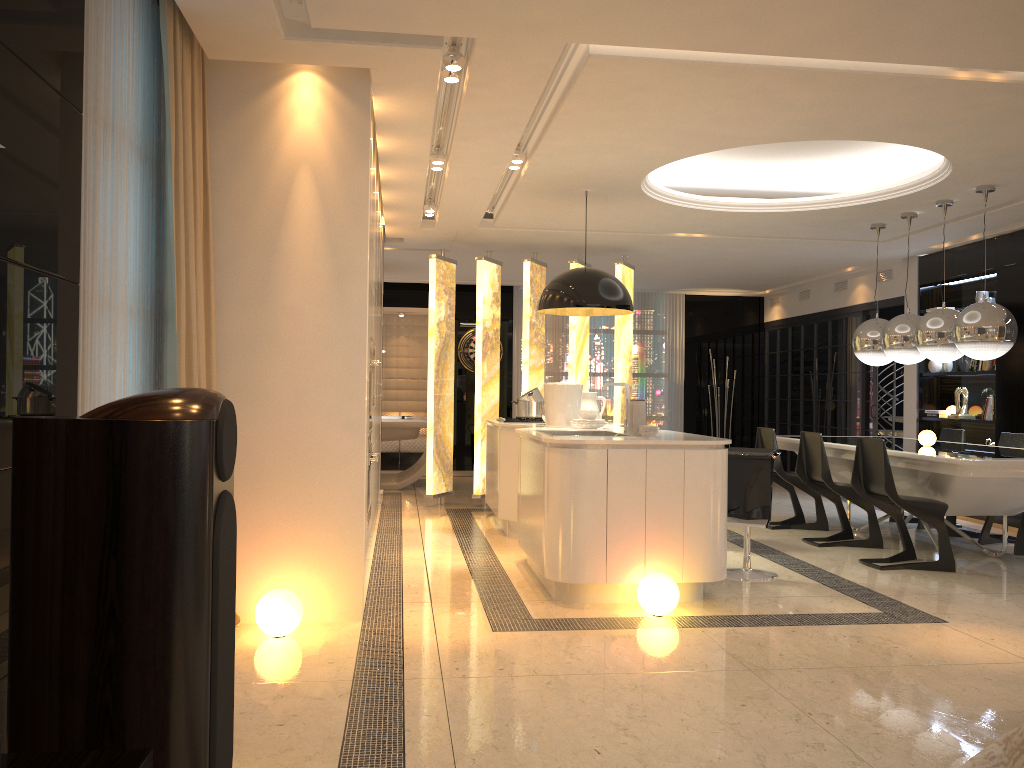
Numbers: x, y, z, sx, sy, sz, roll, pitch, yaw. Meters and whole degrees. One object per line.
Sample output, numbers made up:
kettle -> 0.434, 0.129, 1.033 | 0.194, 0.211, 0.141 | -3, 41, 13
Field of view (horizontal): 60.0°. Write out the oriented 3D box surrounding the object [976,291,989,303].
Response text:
object -> 4.540, -0.742, 8.563 | 0.111, 0.301, 0.111 | 1, -1, -11

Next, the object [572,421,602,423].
object -> 0.534, 0.269, 6.166 | 0.229, 0.016, 0.229 | 1, -1, 23

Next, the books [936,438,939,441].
books -> 4.396, 0.703, 9.176 | 0.210, 0.270, 0.236 | 1, -1, -8

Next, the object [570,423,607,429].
object -> 0.534, 0.293, 6.166 | 0.264, 0.033, 0.264 | 1, -1, -38

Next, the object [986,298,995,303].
object -> 4.547, -0.704, 8.451 | 0.104, 0.224, 0.104 | 1, -1, -5

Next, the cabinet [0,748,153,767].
cabinet -> -0.709, 0.894, 0.236 | 0.416, 0.444, 2.842 | 1, -1, -7

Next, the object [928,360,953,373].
object -> 4.394, -0.312, 9.113 | 0.210, 0.395, 0.180 | 1, -1, -4

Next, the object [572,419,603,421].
object -> 0.534, 0.255, 6.166 | 0.229, 0.016, 0.229 | 1, -1, 23

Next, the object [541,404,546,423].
object -> 0.327, 0.225, 6.765 | 0.211, 0.174, 0.211 | 0, -1, 40

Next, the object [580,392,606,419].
object -> 0.574, 0.187, 6.639 | 0.183, 0.254, 0.211 | 0, -1, 45

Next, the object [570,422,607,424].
object -> 0.534, 0.286, 6.166 | 0.264, 0.033, 0.264 | 1, -1, -38

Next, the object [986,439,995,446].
object -> 4.531, 0.674, 8.350 | 0.092, 0.310, 0.193 | 1, -1, 17

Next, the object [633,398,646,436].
object -> 0.737, 0.191, 5.122 | 0.071, 0.219, 0.071 | 1, -1, -16

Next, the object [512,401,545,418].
object -> 0.159, 0.221, 7.619 | 0.266, 0.147, 0.253 | 0, -1, 36

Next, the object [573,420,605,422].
object -> 0.534, 0.264, 6.166 | 0.229, 0.016, 0.229 | 1, -1, 23

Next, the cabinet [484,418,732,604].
cabinet -> 0.466, 0.755, 6.494 | 1.046, 0.887, 3.752 | 1, -1, -7

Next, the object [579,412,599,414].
object -> 0.535, 0.224, 6.167 | 0.138, 0.051, 0.138 | 0, -1, 41

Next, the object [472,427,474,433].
object -> -0.401, 0.745, 12.396 | 0.330, 0.297, 0.032 | 1, -1, -7

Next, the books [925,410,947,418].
books -> 4.413, 0.309, 9.113 | 0.209, 0.073, 0.266 | 1, -1, -4

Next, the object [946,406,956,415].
object -> 4.422, 0.281, 8.900 | 0.125, 0.125, 0.125 | 0, -1, 32

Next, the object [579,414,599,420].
object -> 0.534, 0.235, 6.167 | 0.138, 0.051, 0.138 | 0, -1, 41

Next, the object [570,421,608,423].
object -> 0.534, 0.280, 6.167 | 0.264, 0.033, 0.264 | 1, -1, -38

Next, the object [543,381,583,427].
object -> 0.371, 0.145, 6.447 | 0.288, 0.330, 0.288 | 1, -1, 10

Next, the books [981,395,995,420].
books -> 4.530, 0.223, 8.262 | 0.182, 0.232, 0.284 | 1, -1, -4

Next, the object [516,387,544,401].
object -> 0.153, 0.134, 7.616 | 0.249, 0.212, 0.256 | 0, -1, 28

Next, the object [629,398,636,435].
object -> 0.724, 0.192, 5.228 | 0.071, 0.219, 0.071 | 1, -1, -31

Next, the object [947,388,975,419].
object -> 4.425, 0.189, 8.732 | 0.177, 0.311, 0.177 | 1, -1, -7

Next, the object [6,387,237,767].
object -> -0.853, 0.569, 1.909 | 0.468, 1.127, 0.285 | 1, -1, -7

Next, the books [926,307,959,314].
books -> 4.418, -0.682, 9.131 | 0.259, 0.188, 0.302 | 1, -1, 0

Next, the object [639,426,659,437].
object -> 0.777, 0.269, 5.041 | 0.111, 0.062, 0.111 | 1, -1, 14

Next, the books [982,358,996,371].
books -> 4.540, -0.253, 8.255 | 0.212, 0.261, 0.252 | 1, -1, -7

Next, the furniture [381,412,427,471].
furniture -> -1.672, 0.833, 13.190 | 1.312, 0.810, 1.107 | 1, -1, -7

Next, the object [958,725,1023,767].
object -> 1.730, 0.871, 2.093 | 1.347, 0.580, 0.972 | 0, -1, 30

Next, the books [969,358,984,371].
books -> 4.514, -0.248, 8.463 | 0.207, 0.256, 0.245 | 1, -1, -8
